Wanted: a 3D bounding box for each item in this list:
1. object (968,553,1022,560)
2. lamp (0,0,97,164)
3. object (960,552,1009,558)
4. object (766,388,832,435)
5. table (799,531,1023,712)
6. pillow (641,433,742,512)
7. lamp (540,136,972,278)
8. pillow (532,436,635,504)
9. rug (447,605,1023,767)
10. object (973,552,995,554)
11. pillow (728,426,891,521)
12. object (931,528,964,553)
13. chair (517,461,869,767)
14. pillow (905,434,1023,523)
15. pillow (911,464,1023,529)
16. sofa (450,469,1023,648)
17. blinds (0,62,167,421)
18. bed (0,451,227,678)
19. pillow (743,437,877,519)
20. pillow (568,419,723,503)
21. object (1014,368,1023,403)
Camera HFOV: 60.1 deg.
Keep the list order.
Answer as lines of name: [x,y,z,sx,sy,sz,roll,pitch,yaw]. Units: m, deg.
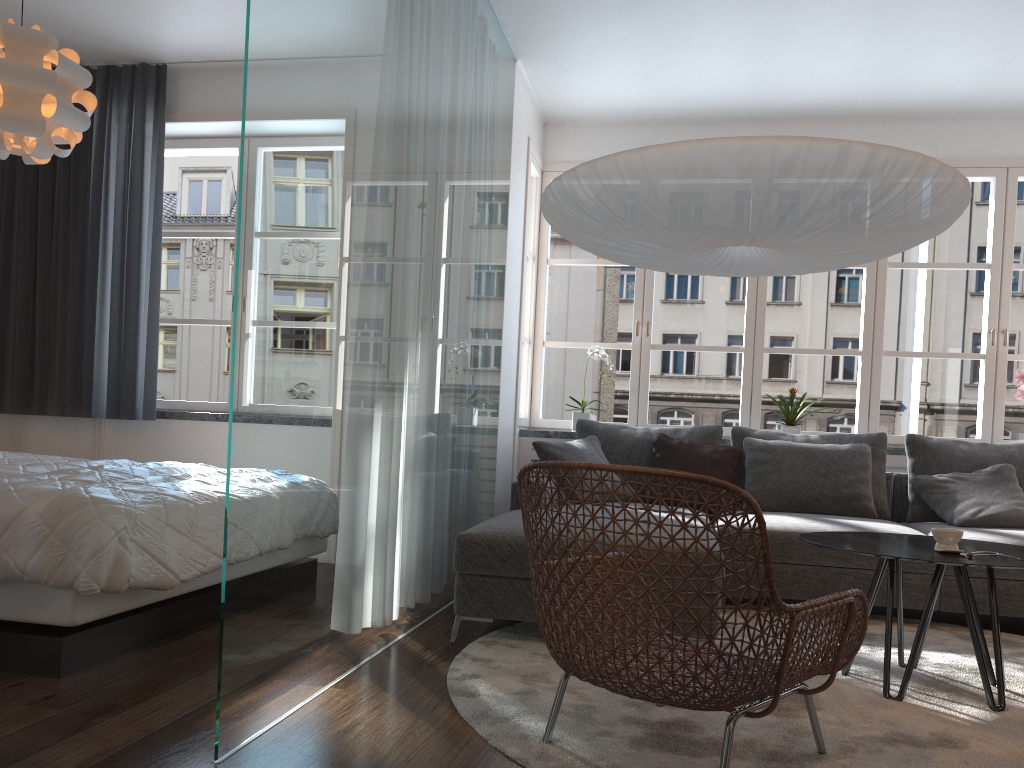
object: [1.439,0.513,2.630,0.168,0.015,0.015,3,-1,-2]
lamp: [-2.031,-1.426,3.659,0.550,0.972,0.551,3,0,11]
object: [1.428,0.514,2.671,0.164,0.016,0.025,4,-2,-14]
object: [1.685,0.183,5.237,0.376,0.328,0.322,3,-1,-14]
table: [1.374,0.769,2.902,0.846,0.472,0.849,2,-2,13]
pillow: [0.966,0.469,4.751,0.520,0.403,0.311,2,-1,13]
lamp: [0.832,-0.552,3.199,1.473,0.210,1.469,6,-4,-42]
pillow: [0.392,0.453,4.716,0.516,0.359,0.346,4,-2,-40]
rug: [1.217,0.989,2.836,2.839,0.012,2.839,3,-3,-9]
object: [1.447,0.521,2.726,0.124,0.010,0.026,4,-3,-23]
pillow: [1.602,0.477,4.797,0.839,0.475,0.277,2,0,11]
object: [1.353,0.489,2.749,0.091,0.069,0.139,2,-3,23]
chair: [0.407,0.551,2.158,0.717,0.709,0.687,2,-2,44]
pillow: [2.496,0.512,4.612,0.836,0.477,0.275,2,0,11]
pillow: [2.329,0.551,4.400,0.492,0.321,0.444,3,-2,-7]
sofa: [1.470,0.736,3.933,3.065,0.671,2.043,2,-3,11]
blinds: [-2.562,-0.825,5.132,1.193,2.035,0.132,3,1,13]
bed: [-2.162,0.498,3.647,2.440,0.762,2.170,2,-3,11]
pillow: [1.560,0.493,4.660,0.666,0.397,0.292,2,-1,11]
pillow: [0.747,0.447,4.953,0.835,0.478,0.275,2,0,11]
object: [2.981,0.051,4.995,0.201,0.691,0.297,3,0,-10]
